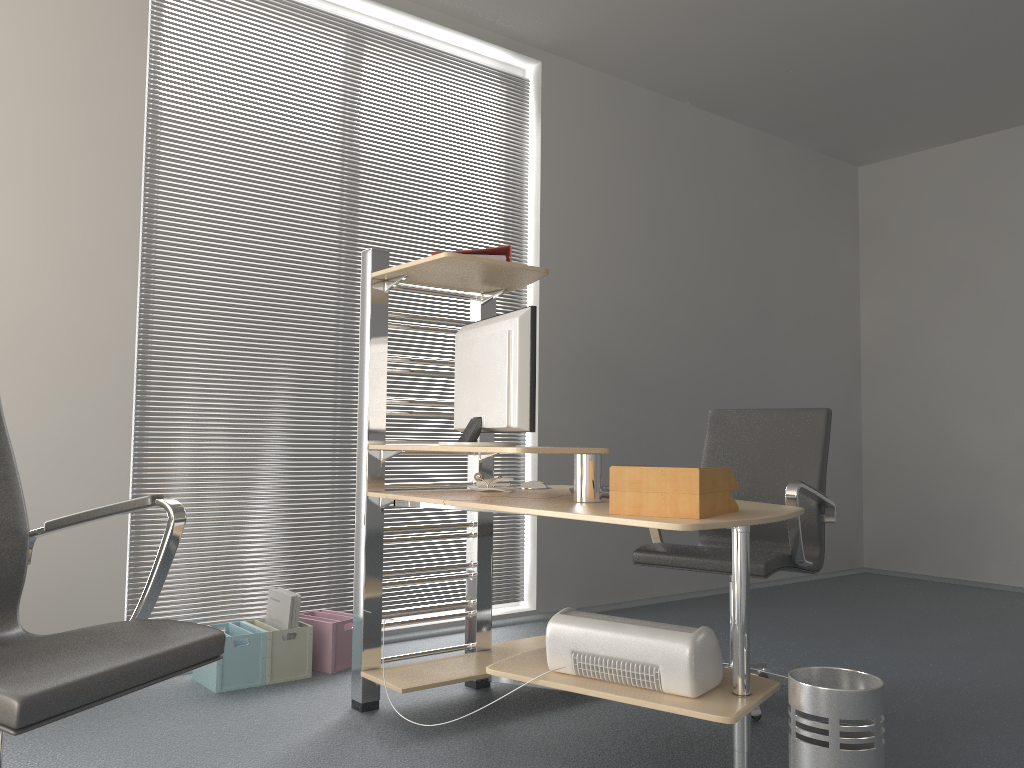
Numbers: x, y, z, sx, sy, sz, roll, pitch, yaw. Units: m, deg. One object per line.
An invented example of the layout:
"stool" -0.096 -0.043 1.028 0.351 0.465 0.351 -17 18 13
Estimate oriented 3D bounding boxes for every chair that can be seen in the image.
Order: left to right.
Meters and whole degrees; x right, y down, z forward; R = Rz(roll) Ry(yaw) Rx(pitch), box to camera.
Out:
"chair" -0.930 0.473 1.574 0.652 1.048 0.584 -1 -4 17
"chair" 0.811 0.601 3.201 0.584 1.048 0.652 -2 -5 38

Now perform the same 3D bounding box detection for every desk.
"desk" 0.292 0.307 2.771 0.967 1.566 1.469 4 -5 -38

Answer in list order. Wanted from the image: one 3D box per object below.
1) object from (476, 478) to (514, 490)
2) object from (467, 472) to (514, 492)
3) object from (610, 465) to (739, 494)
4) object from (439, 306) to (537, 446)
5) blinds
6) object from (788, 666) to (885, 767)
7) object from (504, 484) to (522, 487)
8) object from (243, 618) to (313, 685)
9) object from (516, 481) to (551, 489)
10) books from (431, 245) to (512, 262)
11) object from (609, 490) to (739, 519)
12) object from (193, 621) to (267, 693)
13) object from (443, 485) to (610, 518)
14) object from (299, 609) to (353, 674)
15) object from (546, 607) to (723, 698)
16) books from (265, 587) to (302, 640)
"object" -0.061 0.359 3.191 0.134 0.042 0.022 0 -4 4
"object" -0.074 0.341 3.087 0.159 0.064 0.054 -1 -4 19
"object" 0.412 0.236 2.227 0.225 0.060 0.309 -2 -4 31
"object" -0.110 -0.012 2.836 0.245 0.418 0.516 2 -4 -16
"blinds" -0.692 -0.312 4.068 1.950 2.770 0.022 4 -5 -38
"object" 0.746 0.867 2.040 0.208 0.377 0.208 0 -4 5
"object" 0.028 0.389 3.388 0.158 0.011 0.011 4 -5 -41
"object" -0.910 1.028 3.426 0.185 0.202 0.245 4 -5 -38
"object" 0.082 0.377 3.325 0.132 0.026 0.132 4 -5 -38
"books" -0.147 -0.411 3.041 0.262 0.072 0.320 1 -4 -6
"object" 0.412 0.292 2.223 0.225 0.060 0.309 -2 -4 31
"object" -1.055 1.019 3.312 0.185 0.202 0.245 4 -5 -38
"object" 0.167 0.365 2.736 0.814 0.082 0.478 3 -4 -31
"object" -0.750 1.041 3.586 0.245 0.202 0.185 -2 -5 34
"object" 0.364 0.704 2.415 0.438 0.162 0.351 -2 -5 36
"books" -0.897 0.959 3.439 0.068 0.306 0.220 4 -5 -38
